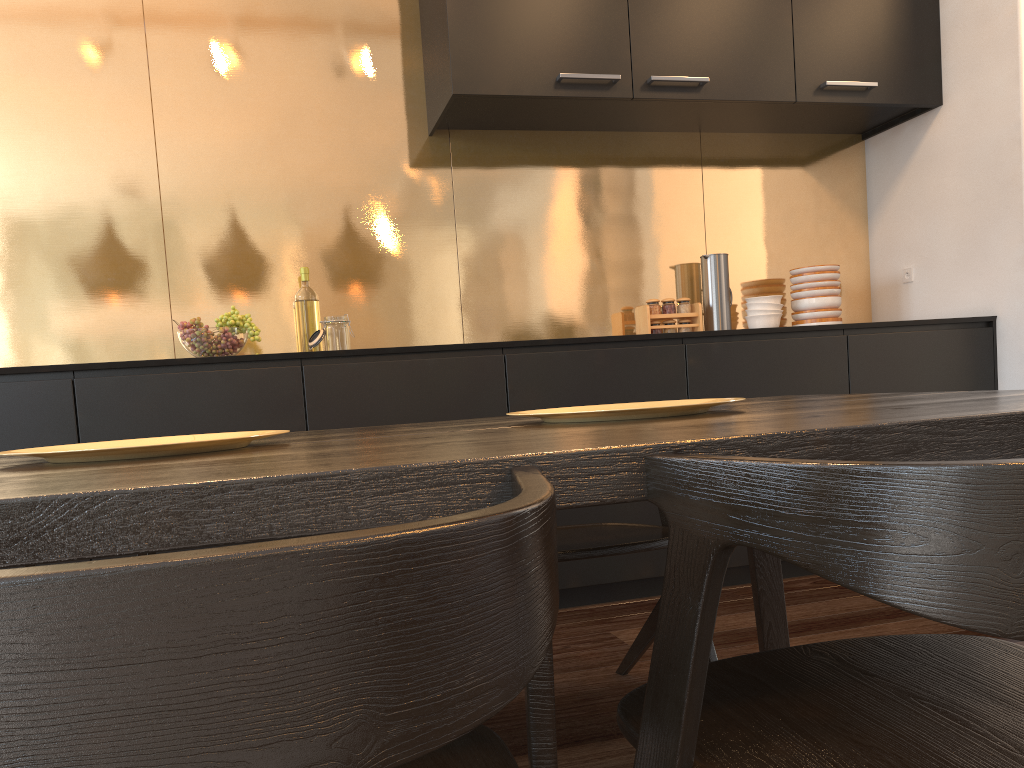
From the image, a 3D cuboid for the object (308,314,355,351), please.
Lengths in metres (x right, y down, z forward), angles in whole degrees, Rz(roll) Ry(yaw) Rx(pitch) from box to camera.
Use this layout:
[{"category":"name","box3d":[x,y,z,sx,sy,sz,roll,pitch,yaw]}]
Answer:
[{"category":"object","box3d":[-0.628,-0.168,3.085,0.176,0.152,0.088,-5,3,-38]}]

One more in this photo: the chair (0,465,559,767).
[{"category":"chair","box3d":[-0.201,0.414,0.622,0.592,0.674,0.519,-4,2,-14]}]

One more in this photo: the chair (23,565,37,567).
[{"category":"chair","box3d":[-1.168,0.489,1.671,0.592,0.674,0.519,-4,2,-19]}]

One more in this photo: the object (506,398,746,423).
[{"category":"object","box3d":[0.169,0.041,1.334,0.355,0.017,0.355,-4,-1,-12]}]

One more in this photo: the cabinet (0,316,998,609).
[{"category":"cabinet","box3d":[-0.696,0.364,3.020,5.056,0.904,0.731,-4,2,-15]}]

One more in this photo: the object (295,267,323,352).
[{"category":"object","box3d":[-0.742,-0.253,3.216,0.092,0.341,0.091,-1,5,42]}]

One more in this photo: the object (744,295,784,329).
[{"category":"object","box3d":[1.033,-0.279,3.625,0.158,0.161,0.153,-3,2,13]}]

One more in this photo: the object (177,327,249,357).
[{"category":"object","box3d":[-0.944,-0.121,2.809,0.219,0.097,0.218,-4,0,32]}]

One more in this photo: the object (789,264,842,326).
[{"category":"object","box3d":[1.257,-0.346,3.659,0.197,0.265,0.198,-6,3,-41]}]

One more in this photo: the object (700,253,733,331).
[{"category":"object","box3d":[0.852,-0.356,3.630,0.164,0.341,0.114,-4,3,-12]}]

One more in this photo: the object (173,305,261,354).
[{"category":"object","box3d":[-0.932,-0.161,2.796,0.239,0.173,0.178,-4,2,-30]}]

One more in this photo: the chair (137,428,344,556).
[{"category":"chair","box3d":[-0.476,0.444,1.826,0.592,0.674,0.519,-4,2,-17]}]

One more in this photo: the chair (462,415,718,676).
[{"category":"chair","box3d":[0.110,0.406,1.982,0.592,0.674,0.519,-4,2,-16]}]

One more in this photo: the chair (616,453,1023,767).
[{"category":"chair","box3d":[0.389,0.376,0.779,0.592,0.674,0.519,-4,2,-17]}]

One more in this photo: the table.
[{"category":"table","box3d":[-0.425,0.429,1.153,2.496,0.682,1.105,-4,1,-15]}]

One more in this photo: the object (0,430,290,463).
[{"category":"object","box3d":[-0.474,0.083,1.162,0.354,0.017,0.356,-4,-1,-34]}]

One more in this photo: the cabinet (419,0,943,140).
[{"category":"cabinet","box3d":[0.648,-1.548,3.389,1.952,1.055,0.530,-4,3,-15]}]
